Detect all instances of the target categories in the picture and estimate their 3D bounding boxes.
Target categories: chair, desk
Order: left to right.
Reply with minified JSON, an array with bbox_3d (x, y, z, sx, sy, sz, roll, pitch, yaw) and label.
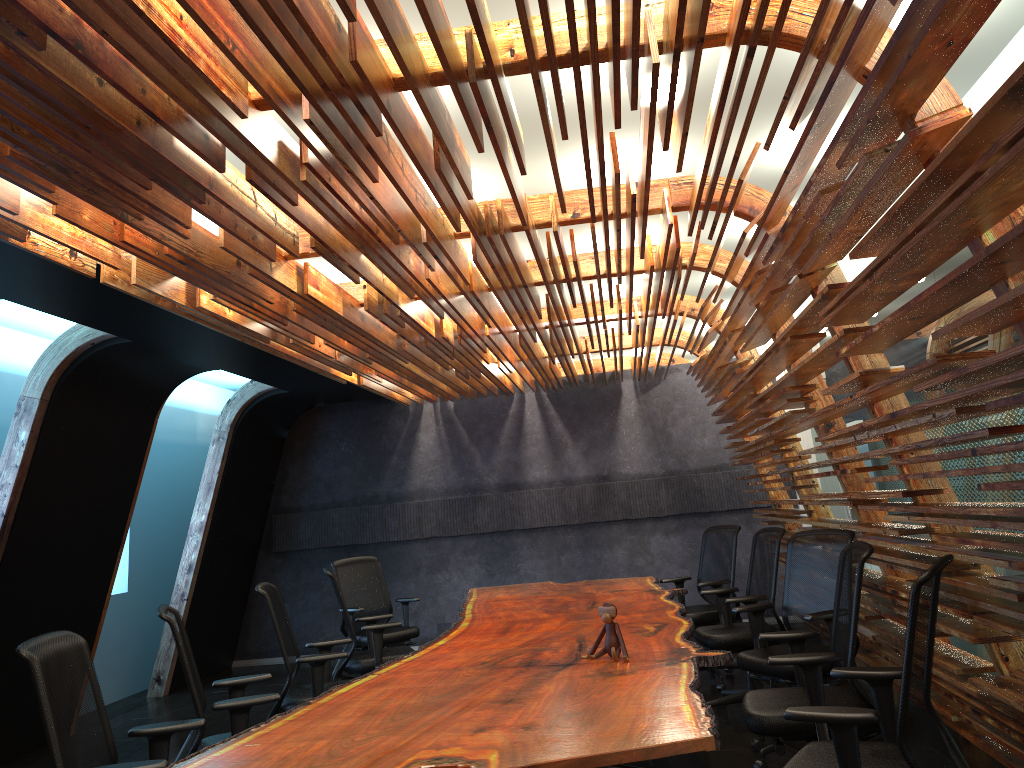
[{"bbox_3d":[-1.339,1.530,3.201,0.797,1.274,0.788,-3,-14,-9],"label":"chair"},{"bbox_3d":[-1.284,1.671,4.212,0.796,1.274,0.789,-1,-14,-19],"label":"chair"},{"bbox_3d":[-1.135,1.825,5.370,0.797,1.274,0.788,-3,-14,-9],"label":"chair"},{"bbox_3d":[-1.010,1.999,6.649,0.797,1.274,0.789,-2,-14,-14],"label":"chair"},{"bbox_3d":[-1.200,2.220,8.044,0.779,1.274,0.807,-17,-18,39],"label":"chair"},{"bbox_3d":[0.205,1.902,5.328,2.032,0.840,6.493,-6,-8,6],"label":"desk"},{"bbox_3d":[1.577,1.871,7.455,0.797,1.274,0.789,-1,-14,-18],"label":"chair"},{"bbox_3d":[1.590,1.690,6.221,0.797,1.274,0.789,-4,-14,-4],"label":"chair"},{"bbox_3d":[1.657,1.528,5.152,0.796,1.274,0.790,1,-15,-23],"label":"chair"},{"bbox_3d":[1.324,1.392,3.997,0.793,1.274,0.793,-8,-14,11],"label":"chair"},{"bbox_3d":[1.210,1.262,3.024,0.784,1.274,0.802,-13,-16,30],"label":"chair"}]

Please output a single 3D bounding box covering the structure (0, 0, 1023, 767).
[{"bbox_3d":[0.213,0.598,5.185,4.520,3.075,11.184,-7,-9,6],"label":"structure"}]

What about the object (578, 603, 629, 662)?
[{"bbox_3d":[0.444,1.152,4.093,0.127,0.252,0.300,7,-17,-40],"label":"object"}]
